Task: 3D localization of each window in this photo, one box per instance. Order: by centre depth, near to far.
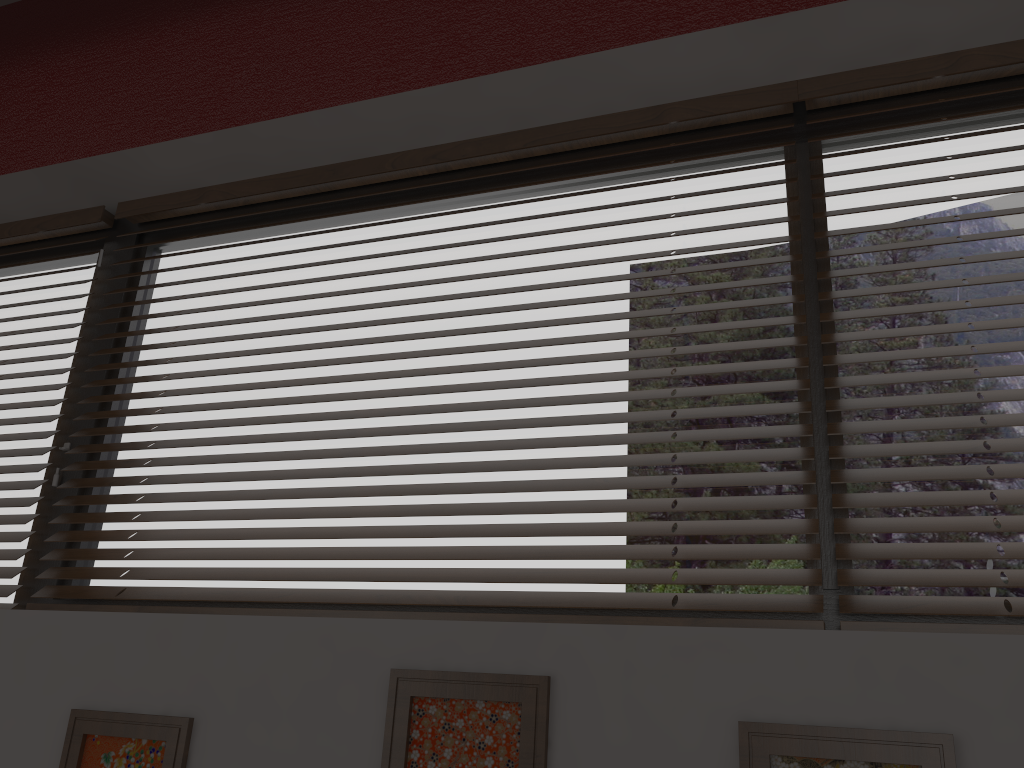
[{"bbox_3d":[0.478,-0.044,1.381,2.817,0.786,0.020,-4,-21,20],"label":"window"},{"bbox_3d":[-1.379,0.601,1.874,0.889,1.893,0.020,-4,-21,20],"label":"window"}]

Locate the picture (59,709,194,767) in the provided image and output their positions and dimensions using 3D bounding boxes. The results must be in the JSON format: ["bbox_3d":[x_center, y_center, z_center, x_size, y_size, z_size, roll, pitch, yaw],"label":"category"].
[{"bbox_3d":[-0.513,0.533,1.148,0.200,0.200,0.010,-4,-21,20],"label":"picture"}]

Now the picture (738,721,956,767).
[{"bbox_3d":[0.323,0.436,0.850,0.200,0.200,0.010,-4,-21,20],"label":"picture"}]

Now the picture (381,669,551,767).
[{"bbox_3d":[-0.057,0.431,1.004,0.200,0.200,0.010,-4,-21,20],"label":"picture"}]

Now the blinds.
[{"bbox_3d":[0.417,0.475,1.124,4.840,1.952,0.032,-4,-21,20],"label":"blinds"}]
